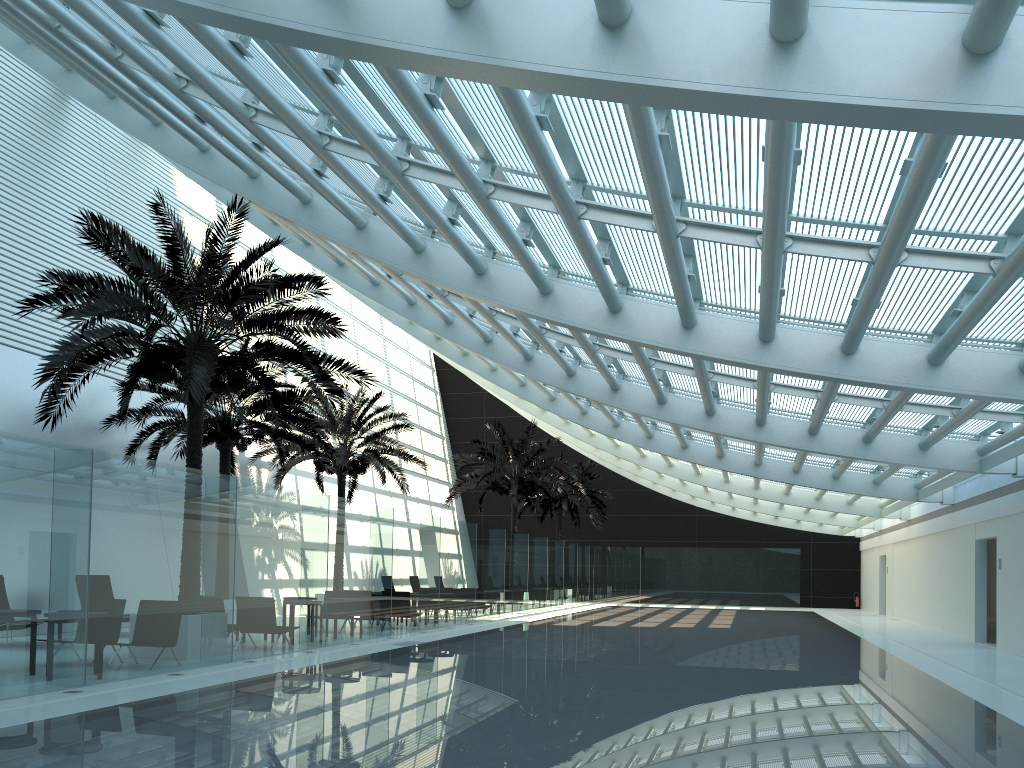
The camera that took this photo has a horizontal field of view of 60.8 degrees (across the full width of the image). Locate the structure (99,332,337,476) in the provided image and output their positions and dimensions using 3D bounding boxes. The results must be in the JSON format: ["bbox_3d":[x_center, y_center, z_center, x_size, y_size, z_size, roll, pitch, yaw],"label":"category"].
[{"bbox_3d":[-6.500,2.100,19.635,4.645,6.709,4.351,2,-5,-6],"label":"structure"}]

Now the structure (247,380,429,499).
[{"bbox_3d":[-5.103,3.369,25.519,4.681,6.768,4.319,6,-7,-41],"label":"structure"}]

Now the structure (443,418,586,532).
[{"bbox_3d":[0.109,4.772,31.845,4.822,6.892,4.523,0,-5,9],"label":"structure"}]

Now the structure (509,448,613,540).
[{"bbox_3d":[2.298,6.523,39.748,4.461,6.889,4.893,2,-5,-6],"label":"structure"}]

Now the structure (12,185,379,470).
[{"bbox_3d":[-4.970,0.654,13.250,4.838,6.891,4.509,-2,-6,34],"label":"structure"}]
